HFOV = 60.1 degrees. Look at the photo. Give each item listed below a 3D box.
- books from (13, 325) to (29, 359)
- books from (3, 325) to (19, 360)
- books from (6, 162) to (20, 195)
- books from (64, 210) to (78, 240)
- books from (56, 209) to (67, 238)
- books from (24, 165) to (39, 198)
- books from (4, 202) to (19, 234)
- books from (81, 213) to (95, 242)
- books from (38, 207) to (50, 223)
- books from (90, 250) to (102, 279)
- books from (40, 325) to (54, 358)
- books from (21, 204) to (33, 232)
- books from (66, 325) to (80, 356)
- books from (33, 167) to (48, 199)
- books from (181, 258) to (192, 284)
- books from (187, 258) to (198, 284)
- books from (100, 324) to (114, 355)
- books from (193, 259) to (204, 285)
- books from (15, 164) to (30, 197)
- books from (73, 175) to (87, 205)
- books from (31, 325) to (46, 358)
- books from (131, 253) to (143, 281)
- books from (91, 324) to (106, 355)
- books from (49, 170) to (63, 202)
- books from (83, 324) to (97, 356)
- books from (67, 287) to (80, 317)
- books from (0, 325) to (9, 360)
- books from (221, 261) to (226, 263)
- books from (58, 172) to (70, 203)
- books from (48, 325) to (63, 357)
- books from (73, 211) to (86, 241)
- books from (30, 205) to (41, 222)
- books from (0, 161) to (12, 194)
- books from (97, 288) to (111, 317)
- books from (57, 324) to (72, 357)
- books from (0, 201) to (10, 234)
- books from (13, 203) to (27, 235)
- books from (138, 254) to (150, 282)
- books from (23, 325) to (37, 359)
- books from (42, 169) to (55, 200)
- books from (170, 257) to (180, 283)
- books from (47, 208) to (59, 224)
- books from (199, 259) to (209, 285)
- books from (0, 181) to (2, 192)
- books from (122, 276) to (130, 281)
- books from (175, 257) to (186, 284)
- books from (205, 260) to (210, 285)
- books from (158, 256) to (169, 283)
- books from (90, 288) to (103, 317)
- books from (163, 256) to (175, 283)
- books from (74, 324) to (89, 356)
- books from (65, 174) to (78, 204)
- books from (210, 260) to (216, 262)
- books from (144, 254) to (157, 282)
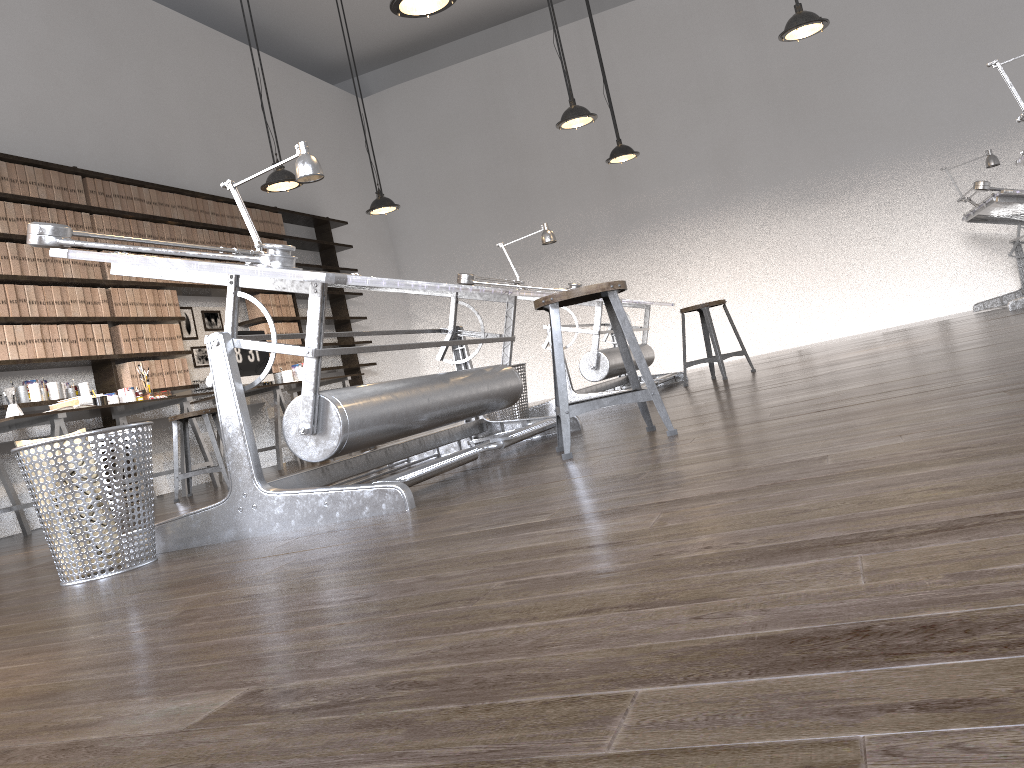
[{"bbox_3d":[-3.178,-0.246,5.624,0.174,0.226,0.067,-13,-3,19],"label":"books"},{"bbox_3d":[-3.201,-0.242,5.555,0.174,0.226,0.067,-13,-3,19],"label":"books"},{"bbox_3d":[-3.355,-1.328,5.849,0.174,0.226,0.067,-13,-3,19],"label":"books"},{"bbox_3d":[-3.154,-1.088,6.221,0.174,0.226,0.067,-13,-3,19],"label":"books"},{"bbox_3d":[-3.184,-1.081,6.152,0.174,0.226,0.067,-13,-3,19],"label":"books"},{"bbox_3d":[-3.303,-1.339,5.979,0.174,0.226,0.067,-13,-3,19],"label":"books"},{"bbox_3d":[-3.317,-1.052,5.764,0.174,0.226,0.067,-13,-3,19],"label":"books"},{"bbox_3d":[-3.107,-1.098,6.363,0.174,0.226,0.067,-13,-3,19],"label":"books"},{"bbox_3d":[-3.230,-1.071,6.018,0.174,0.226,0.067,-13,-3,19],"label":"books"},{"bbox_3d":[-3.047,-0.829,6.356,0.174,0.226,0.067,-13,-3,19],"label":"books"},{"bbox_3d":[-3.115,-0.260,5.810,0.174,0.226,0.067,-13,-3,19],"label":"books"},{"bbox_3d":[-3.271,-1.062,5.886,0.174,0.226,0.067,-13,-3,19],"label":"books"},{"bbox_3d":[-3.045,-0.275,6.011,0.174,0.226,0.067,-13,-3,19],"label":"books"},{"bbox_3d":[-3.281,-1.344,6.048,0.174,0.226,0.067,-13,-3,19],"label":"books"},{"bbox_3d":[-2.728,-0.904,7.253,0.174,0.226,0.067,-13,-3,19],"label":"books"},{"bbox_3d":[-2.709,-0.908,7.322,0.174,0.226,0.067,-13,-3,19],"label":"books"},{"bbox_3d":[-2.941,-0.298,6.295,0.174,0.226,0.067,-13,-3,19],"label":"books"},{"bbox_3d":[-2.679,-0.915,7.391,0.174,0.226,0.067,-13,-3,19],"label":"books"},{"bbox_3d":[-3.330,-1.333,5.914,0.174,0.226,0.067,-13,-3,19],"label":"books"},{"bbox_3d":[-3.167,-1.369,6.367,0.174,0.226,0.067,-13,-3,19],"label":"books"},{"bbox_3d":[-3.132,-0.256,5.745,0.174,0.226,0.067,-13,-3,19],"label":"books"},{"bbox_3d":[-2.917,-0.863,6.735,0.174,0.226,0.067,-13,-3,19],"label":"books"},{"bbox_3d":[-2.965,-0.292,6.221,0.174,0.226,0.067,-13,-3,19],"label":"books"},{"bbox_3d":[-3.235,-1.354,6.169,0.174,0.226,0.067,-13,-3,19],"label":"books"},{"bbox_3d":[-2.995,-0.286,6.152,0.174,0.226,0.067,-13,-3,19],"label":"books"},{"bbox_3d":[-3.076,-0.539,6.087,0.174,0.226,0.067,-13,-3,19],"label":"books"},{"bbox_3d":[-3.227,-0.236,5.490,0.174,0.226,0.067,-13,-3,19],"label":"books"},{"bbox_3d":[-2.566,-0.939,7.724,0.174,0.226,0.067,-13,-3,19],"label":"books"},{"bbox_3d":[-3.218,-1.358,6.234,0.174,0.226,0.067,-13,-3,19],"label":"books"},{"bbox_3d":[-3.092,-0.265,5.877,0.174,0.226,0.067,-13,-3,19],"label":"books"},{"bbox_3d":[-3.134,-1.092,6.293,0.174,0.226,0.067,-13,-3,19],"label":"books"},{"bbox_3d":[-3.254,-1.066,5.951,0.174,0.226,0.067,-13,-3,19],"label":"books"},{"bbox_3d":[-3.375,-1.324,5.782,0.174,0.226,0.067,-13,-3,19],"label":"books"},{"bbox_3d":[-2.983,-0.559,6.342,0.174,0.226,0.067,-13,-3,19],"label":"books"},{"bbox_3d":[-3.064,-0.271,5.943,0.174,0.226,0.067,-13,-3,19],"label":"books"},{"bbox_3d":[-3.339,-1.047,5.696,0.174,0.226,0.067,-13,-3,19],"label":"books"},{"bbox_3d":[-3.297,-1.056,5.824,0.174,0.226,0.067,-13,-3,19],"label":"books"},{"bbox_3d":[-2.892,-0.869,6.800,0.174,0.226,0.067,-13,-3,19],"label":"books"},{"bbox_3d":[-3.159,-0.251,5.684,0.174,0.226,0.067,-13,-3,19],"label":"books"},{"bbox_3d":[-3.262,-1.348,6.108,0.174,0.226,0.067,-13,-3,19],"label":"books"},{"bbox_3d":[-2.779,-0.893,7.121,0.174,0.226,0.067,-13,-3,19],"label":"books"},{"bbox_3d":[-3.203,-1.077,6.083,0.174,0.226,0.067,-13,-3,19],"label":"books"},{"bbox_3d":[-2.660,-0.919,7.462,0.174,0.226,0.067,-13,-3,19],"label":"books"},{"bbox_3d":[-3.396,-1.319,5.712,0.174,0.226,0.067,-13,-3,19],"label":"books"},{"bbox_3d":[-2.957,-0.855,6.599,0.174,0.226,0.067,-13,-3,19],"label":"books"},{"bbox_3d":[-2.756,-0.898,7.188,0.174,0.226,0.067,-13,-3,19],"label":"books"},{"bbox_3d":[-2.631,-0.925,7.522,0.174,0.226,0.067,-13,-3,19],"label":"books"},{"bbox_3d":[-2.823,-0.884,6.994,0.174,0.226,0.067,-13,-3,19],"label":"books"},{"bbox_3d":[-3.011,-0.553,6.283,0.174,0.226,0.067,-13,-3,19],"label":"books"},{"bbox_3d":[-2.796,-0.889,7.056,0.174,0.226,0.067,-13,-3,19],"label":"books"},{"bbox_3d":[-3.015,-0.282,6.080,0.174,0.226,0.067,-13,-3,19],"label":"books"},{"bbox_3d":[-3.194,-1.363,6.301,0.174,0.226,0.067,-13,-3,19],"label":"books"},{"bbox_3d":[-2.611,-0.930,7.592,0.174,0.226,0.067,-13,-3,19],"label":"books"},{"bbox_3d":[-2.865,-0.875,6.865,0.174,0.226,0.067,-13,-3,19],"label":"books"}]
